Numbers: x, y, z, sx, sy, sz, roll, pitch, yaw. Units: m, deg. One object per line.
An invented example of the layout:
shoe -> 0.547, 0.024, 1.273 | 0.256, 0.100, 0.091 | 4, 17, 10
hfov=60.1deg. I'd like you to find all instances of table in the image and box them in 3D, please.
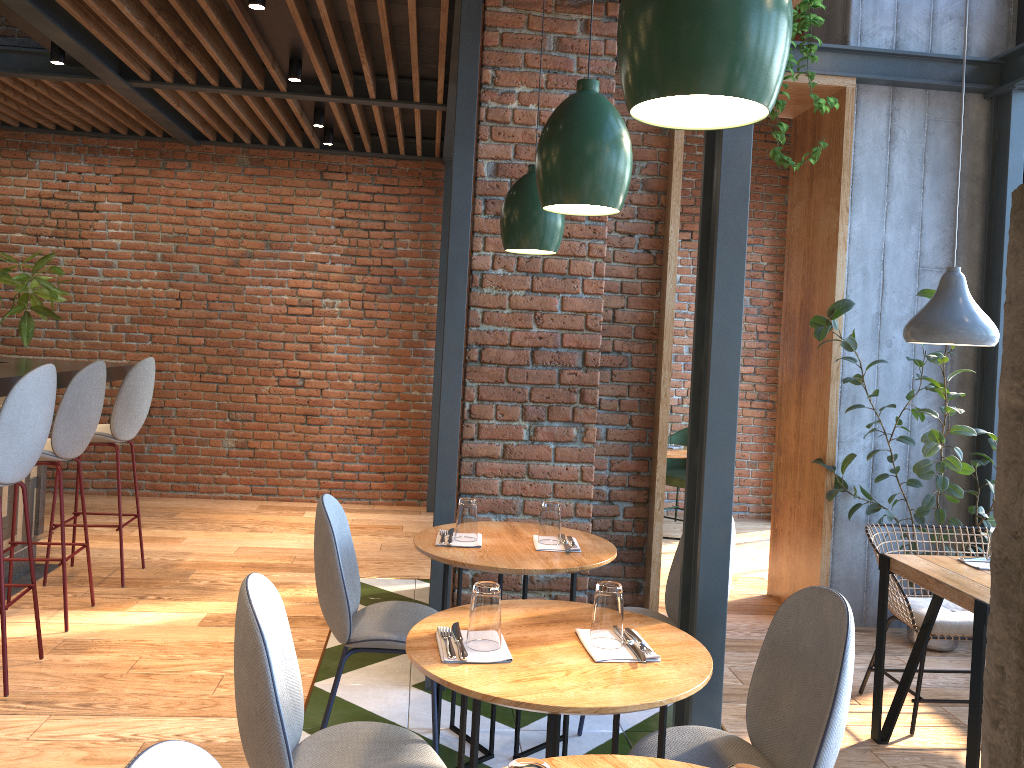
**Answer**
table -> 1.053, 0.828, 6.732 | 0.806, 0.687, 0.808 | 2, 2, -22
table -> -0.009, 0.920, 3.055 | 0.700, 0.747, 0.699 | 4, 2, 41
table -> 0.086, 0.974, 2.046 | 0.700, 0.747, 0.699 | 4, 2, 37
table -> 0.170, 1.021, 1.159 | 0.699, 0.747, 0.700 | 3, 1, 5
table -> 2.050, 1.048, 3.125 | 1.271, 0.706, 0.659 | 3, 1, -5

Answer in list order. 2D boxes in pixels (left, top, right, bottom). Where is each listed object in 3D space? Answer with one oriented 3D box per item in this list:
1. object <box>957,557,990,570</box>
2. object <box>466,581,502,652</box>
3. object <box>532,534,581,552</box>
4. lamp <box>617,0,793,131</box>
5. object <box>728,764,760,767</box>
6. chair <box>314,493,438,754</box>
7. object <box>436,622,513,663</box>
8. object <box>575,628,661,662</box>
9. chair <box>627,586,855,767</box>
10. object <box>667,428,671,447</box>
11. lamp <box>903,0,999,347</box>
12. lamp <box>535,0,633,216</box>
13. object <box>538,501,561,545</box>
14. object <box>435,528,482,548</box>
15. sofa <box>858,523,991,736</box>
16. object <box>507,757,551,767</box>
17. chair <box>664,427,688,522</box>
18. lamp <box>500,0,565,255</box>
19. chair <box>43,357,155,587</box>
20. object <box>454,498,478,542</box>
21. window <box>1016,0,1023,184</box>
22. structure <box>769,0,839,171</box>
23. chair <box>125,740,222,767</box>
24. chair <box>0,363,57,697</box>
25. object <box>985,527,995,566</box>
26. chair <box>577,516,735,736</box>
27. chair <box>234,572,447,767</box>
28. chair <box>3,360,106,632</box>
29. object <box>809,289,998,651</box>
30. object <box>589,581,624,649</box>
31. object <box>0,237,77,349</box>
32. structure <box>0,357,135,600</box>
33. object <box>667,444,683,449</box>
object -> 1.793, 0.664, 3.275 | 0.242, 0.019, 0.157 | 3, 3, -2
object -> -0.060, 0.519, 1.991 | 0.080, 0.138, 0.080 | 4, 1, 34
object -> 0.153, 0.545, 3.043 | 0.157, 0.019, 0.243 | 3, 3, -2
lamp -> 0.298, -1.363, 1.159 | 0.224, 2.022, 0.224 | 3, 0, -2
object -> 0.306, 0.579, 1.161 | 0.080, 0.138, 0.080 | 3, 1, -27
chair -> -0.430, 0.829, 3.019 | 0.507, 0.887, 0.418 | 3, 1, -4
object -> -0.090, 0.583, 2.008 | 0.157, 0.019, 0.243 | 3, 3, -9
object -> 0.243, 0.599, 2.040 | 0.157, 0.019, 0.243 | 3, 3, -9
chair -> 0.516, 0.925, 2.086 | 0.507, 0.887, 0.418 | 3, 1, -4
object -> 1.191, 0.411, 6.847 | 0.080, 0.138, 0.080 | 3, 1, 15
lamp -> 1.900, -2.402, 3.602 | 0.353, 4.490, 0.353 | 3, 0, -1
lamp -> 0.214, -1.410, 2.046 | 0.224, 2.022, 0.224 | 3, 0, -2
object -> 0.133, 0.478, 3.055 | 0.080, 0.138, 0.080 | 3, 1, -19
object -> -0.182, 0.527, 3.052 | 0.157, 0.019, 0.243 | 3, 3, -2
sofa -> 1.997, 1.004, 3.694 | 1.091, 0.733, 0.471 | 3, 1, -5
object -> 0.019, 0.564, 1.145 | 0.080, 0.138, 0.080 | 3, 1, -37
chair -> 1.416, 0.766, 7.068 | 0.639, 0.818, 0.514 | 4, 1, 43
lamp -> 0.119, -1.464, 3.054 | 0.224, 2.022, 0.224 | 3, 0, -2
chair -> -2.295, 0.457, 4.942 | 0.507, 1.243, 0.418 | 3, 0, -6
object -> -0.154, 0.463, 3.032 | 0.080, 0.138, 0.080 | 4, 1, 31
window -> 3.229, -1.614, 0.519 | 0.127, 5.597, 8.730 | 3, 2, -6
structure -> 1.302, -1.538, 4.311 | 0.513, 0.968, 0.665 | 3, 1, -13
chair -> -0.267, 0.930, 1.122 | 0.507, 0.887, 0.418 | 3, 1, 1
chair -> -2.094, 0.529, 3.457 | 0.507, 1.243, 0.418 | 3, 0, -9
object -> 1.786, 0.598, 3.251 | 0.080, 0.138, 0.080 | 3, 1, 11
chair -> 0.500, 0.875, 3.101 | 0.507, 0.887, 0.418 | 3, 1, -9
chair -> -0.379, 0.881, 2.005 | 0.507, 0.887, 0.418 | 3, 1, -9
chair -> -2.240, 0.495, 4.212 | 0.507, 1.243, 0.418 | 3, 0, -8
object -> 2.057, 0.445, 4.446 | 1.062, 1.773, 1.019 | 3, 1, -37
object -> 0.222, 0.531, 2.048 | 0.080, 0.138, 0.080 | 3, 1, 4
object -> -4.052, -0.141, 6.504 | 1.516, 2.096, 1.083 | 3, 1, 0
structure -> -3.501, 0.415, 2.892 | 2.916, 1.396, 4.926 | 3, 3, -5
object -> 1.212, 0.477, 6.856 | 0.243, 0.019, 0.157 | 6, 4, 42
